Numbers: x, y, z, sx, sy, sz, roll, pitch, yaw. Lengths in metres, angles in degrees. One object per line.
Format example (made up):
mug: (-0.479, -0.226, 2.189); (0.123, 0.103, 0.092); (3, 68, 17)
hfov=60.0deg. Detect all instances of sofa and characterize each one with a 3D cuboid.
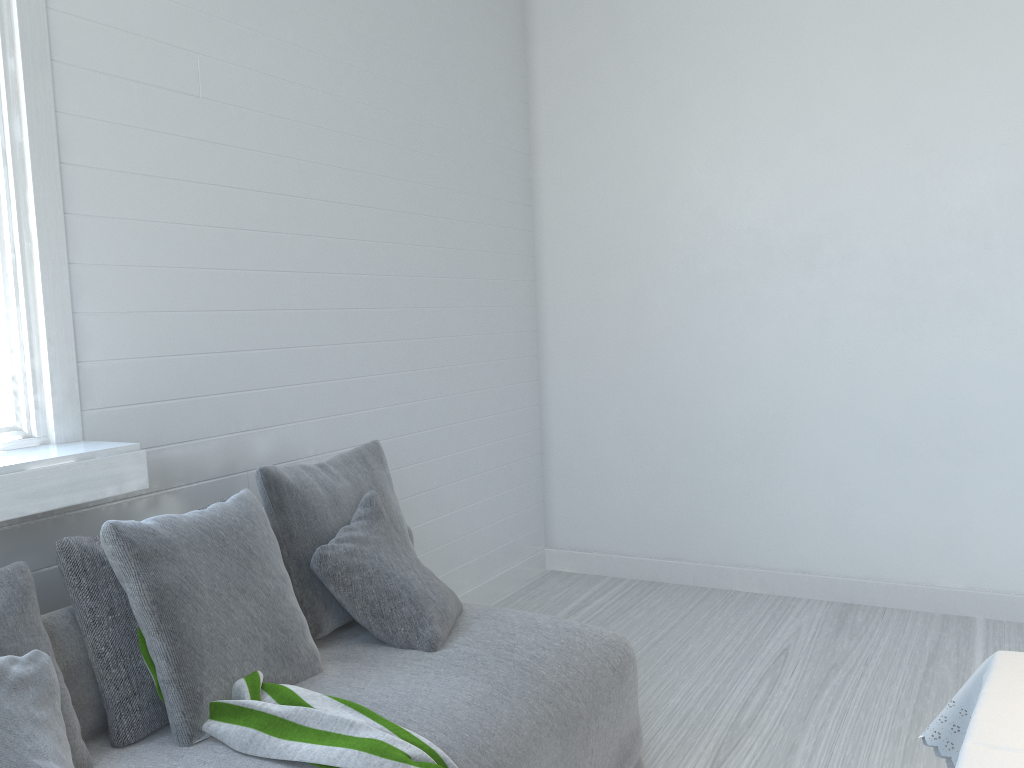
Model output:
sofa: (0.122, 1.039, 1.390); (3.394, 0.900, 3.402); (0, 5, 29)

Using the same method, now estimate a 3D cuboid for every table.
table: (1.490, 1.021, 1.357); (1.670, 0.726, 1.325); (0, 5, 30)

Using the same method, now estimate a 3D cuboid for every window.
window: (-1.619, -0.830, 1.902); (0.378, 2.402, 1.480); (0, 6, 29)

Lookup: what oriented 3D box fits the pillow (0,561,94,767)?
pillow: (-1.251, 0.715, 1.884); (0.278, 0.522, 0.638); (0, 5, 28)

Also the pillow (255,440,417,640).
pillow: (-0.576, 0.517, 3.106); (0.278, 0.562, 0.638); (0, 5, 29)

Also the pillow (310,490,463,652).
pillow: (-0.388, 0.609, 2.912); (0.416, 0.464, 0.379); (-1, 5, 14)

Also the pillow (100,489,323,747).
pillow: (-0.798, 0.610, 2.427); (0.296, 0.574, 0.508); (0, 5, 29)

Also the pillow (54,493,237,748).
pillow: (-0.919, 0.627, 2.508); (0.280, 0.521, 0.640); (0, 5, 29)

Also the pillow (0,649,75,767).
pillow: (-1.031, 0.721, 1.745); (0.416, 0.464, 0.380); (2, 7, 44)

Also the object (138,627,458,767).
object: (-0.347, 0.992, 1.947); (0.622, 0.834, 1.580); (-6, 6, -36)
